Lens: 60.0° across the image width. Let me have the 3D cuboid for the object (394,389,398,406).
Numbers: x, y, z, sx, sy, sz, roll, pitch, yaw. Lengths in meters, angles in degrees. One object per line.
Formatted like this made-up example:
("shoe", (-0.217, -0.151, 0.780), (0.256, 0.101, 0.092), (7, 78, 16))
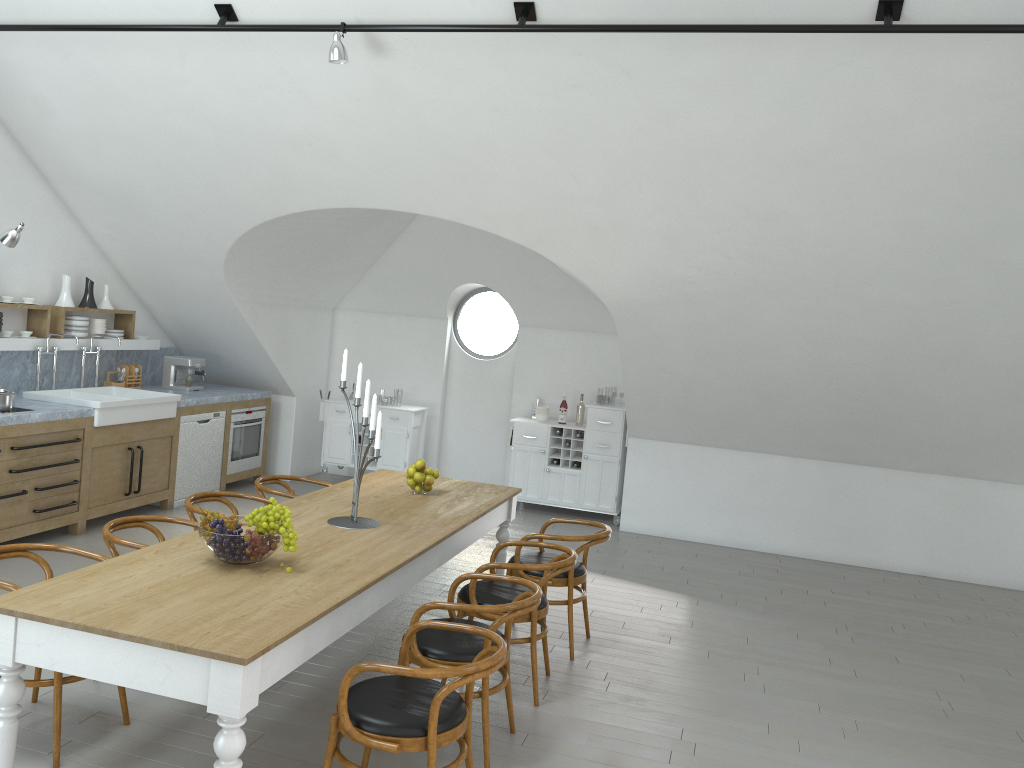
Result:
("object", (-1.242, 0.146, 9.476), (0.054, 0.179, 0.054), (5, 2, -8))

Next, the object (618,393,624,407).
("object", (1.105, 0.160, 8.963), (0.046, 0.143, 0.046), (6, 3, 26))

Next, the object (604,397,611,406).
("object", (0.954, 0.177, 8.975), (0.077, 0.085, 0.077), (6, 3, 23))

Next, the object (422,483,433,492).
("object", (-0.520, 0.632, 5.451), (0.063, 0.063, 0.064), (7, 3, 26))

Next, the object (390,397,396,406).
("object", (-1.269, 0.189, 9.412), (0.071, 0.098, 0.071), (7, 3, 38))

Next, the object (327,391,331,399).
("object", (-1.983, 0.202, 9.522), (0.088, 0.268, 0.029), (7, 3, 42))

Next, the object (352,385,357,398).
("object", (-1.723, 0.079, 9.693), (0.039, 0.164, 0.024), (6, 2, 28))

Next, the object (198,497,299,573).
("object", (-1.094, 0.604, 3.658), (0.393, 0.284, 0.293), (4, 3, -21))

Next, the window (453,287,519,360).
("window", (-0.260, -0.670, 9.833), (0.900, 0.899, 0.060), (6, 2, 15))

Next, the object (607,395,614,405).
("object", (1.002, 0.170, 9.043), (0.071, 0.098, 0.071), (6, 3, 23))

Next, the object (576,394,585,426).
("object", (0.703, 0.266, 9.065), (0.085, 0.330, 0.085), (4, 2, -26))

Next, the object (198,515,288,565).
("object", (-1.120, 0.664, 3.681), (0.360, 0.159, 0.360), (5, 4, -5))

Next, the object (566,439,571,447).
("object", (0.599, 0.602, 9.077), (0.085, 0.085, 0.331), (6, 4, 14))

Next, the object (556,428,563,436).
("object", (0.510, 0.481, 9.093), (0.093, 0.094, 0.359), (6, 4, 15))

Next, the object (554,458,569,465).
("object", (0.512, 0.788, 9.100), (0.156, 0.085, 0.331), (6, 4, 16))

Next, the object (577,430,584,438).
("object", (0.707, 0.508, 9.031), (0.088, 0.084, 0.360), (6, 4, 15))

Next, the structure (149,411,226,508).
("structure", (-3.140, 0.648, 8.218), (0.599, 0.822, 0.724), (6, 3, 15))

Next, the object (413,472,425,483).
("object", (-0.561, 0.564, 5.365), (0.071, 0.064, 0.072), (6, 3, 8))

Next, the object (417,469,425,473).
("object", (-0.562, 0.540, 5.470), (0.053, 0.050, 0.053), (4, 3, -14))

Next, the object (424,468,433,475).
("object", (-0.511, 0.540, 5.424), (0.058, 0.057, 0.053), (7, 3, 29))

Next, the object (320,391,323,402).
("object", (-2.036, 0.196, 9.537), (0.088, 0.268, 0.029), (5, 2, -12))

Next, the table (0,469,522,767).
("table", (-0.895, 1.111, 4.463), (1.019, 0.798, 3.351), (6, 4, 15))

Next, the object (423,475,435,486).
("object", (-0.507, 0.587, 5.393), (0.071, 0.072, 0.071), (4, 3, -20))

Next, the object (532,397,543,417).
("object", (0.275, 0.245, 9.393), (0.115, 0.209, 0.065), (6, 2, 17))

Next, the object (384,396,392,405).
("object", (-1.323, 0.181, 9.486), (0.094, 0.093, 0.093), (5, 3, 3))

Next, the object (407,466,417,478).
("object", (-0.611, 0.539, 5.415), (0.066, 0.071, 0.073), (4, 3, -16))

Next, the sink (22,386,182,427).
("sink", (-3.351, 0.176, 7.305), (0.728, 0.202, 1.021), (6, 4, 15))

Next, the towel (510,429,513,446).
("towel", (0.021, 0.547, 9.338), (0.049, 0.203, 0.150), (6, 3, 16))

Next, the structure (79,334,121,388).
("structure", (-3.520, -0.165, 7.638), (0.332, 0.529, 0.214), (5, 2, -5))

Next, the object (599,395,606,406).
("object", (0.905, 0.167, 8.905), (0.081, 0.105, 0.082), (3, 3, -37))

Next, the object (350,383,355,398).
("object", (-1.750, 0.073, 9.715), (0.039, 0.175, 0.054), (6, 2, 15))

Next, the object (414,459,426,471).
("object", (-0.560, 0.495, 5.428), (0.072, 0.074, 0.072), (6, 3, 15))

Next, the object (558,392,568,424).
("object", (0.531, 0.247, 9.118), (0.081, 0.329, 0.081), (6, 2, 11))

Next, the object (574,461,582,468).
("object", (0.677, 0.810, 9.048), (0.081, 0.081, 0.359), (6, 4, 13))

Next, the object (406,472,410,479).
("object", (-0.626, 0.563, 5.473), (0.062, 0.059, 0.062), (6, 3, 19))

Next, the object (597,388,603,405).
("object", (0.892, 0.129, 8.983), (0.048, 0.169, 0.048), (3, 3, -42))

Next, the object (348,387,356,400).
("object", (-1.744, 0.109, 9.709), (0.101, 0.137, 0.067), (6, 3, 15))

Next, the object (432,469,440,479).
("object", (-0.477, 0.556, 5.469), (0.063, 0.063, 0.062), (4, 3, -23))

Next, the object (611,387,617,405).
("object", (1.040, 0.125, 9.105), (0.063, 0.187, 0.063), (5, 2, 1))

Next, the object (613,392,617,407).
("object", (1.034, 0.155, 8.949), (0.046, 0.143, 0.046), (6, 3, 26))

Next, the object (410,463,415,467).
("object", (-0.602, 0.519, 5.500), (0.062, 0.059, 0.062), (6, 3, 16))

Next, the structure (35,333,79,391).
("structure", (-3.648, -0.145, 7.166), (0.332, 0.529, 0.214), (5, 2, -5))

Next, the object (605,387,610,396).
("object", (0.976, 0.123, 9.104), (0.054, 0.179, 0.054), (6, 2, 9))

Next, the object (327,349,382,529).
("object", (-0.786, 0.273, 4.596), (0.265, 0.874, 0.776), (5, 3, -11))

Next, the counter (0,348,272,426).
("counter", (-3.761, -0.090, 6.322), (0.962, 0.619, 6.580), (6, 4, 15))

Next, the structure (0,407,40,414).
("structure", (-3.786, 0.191, 6.069), (0.648, 0.041, 0.738), (6, 4, 15))

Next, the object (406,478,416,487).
("object", (-0.612, 0.596, 5.392), (0.060, 0.056, 0.059), (6, 3, 10))

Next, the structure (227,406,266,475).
("structure", (-2.930, 0.523, 8.942), (0.631, 0.636, 0.633), (6, 3, 15))

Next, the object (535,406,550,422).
("object", (0.308, 0.310, 9.153), (0.154, 0.160, 0.157), (8, 4, 43))

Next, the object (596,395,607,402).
("object", (0.912, 0.164, 9.057), (0.094, 0.093, 0.094), (2, 4, -42))

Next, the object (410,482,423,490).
("object", (-0.592, 0.617, 5.464), (0.080, 0.074, 0.078), (3, 4, -30))

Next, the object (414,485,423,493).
("object", (-0.570, 0.638, 5.401), (0.050, 0.050, 0.051), (6, 3, 19))

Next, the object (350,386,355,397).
("object", (-1.739, 0.089, 9.715), (0.097, 0.136, 0.029), (6, 2, 18))

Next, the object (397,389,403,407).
("object", (-1.196, 0.150, 9.432), (0.063, 0.187, 0.063), (5, 2, 0))
